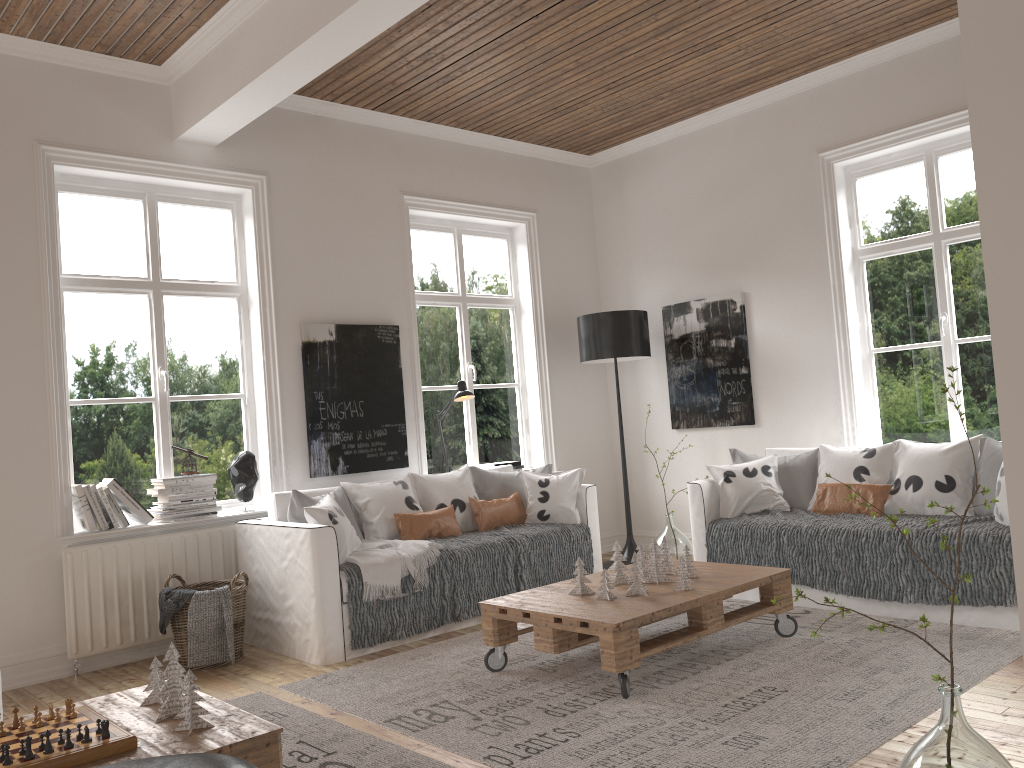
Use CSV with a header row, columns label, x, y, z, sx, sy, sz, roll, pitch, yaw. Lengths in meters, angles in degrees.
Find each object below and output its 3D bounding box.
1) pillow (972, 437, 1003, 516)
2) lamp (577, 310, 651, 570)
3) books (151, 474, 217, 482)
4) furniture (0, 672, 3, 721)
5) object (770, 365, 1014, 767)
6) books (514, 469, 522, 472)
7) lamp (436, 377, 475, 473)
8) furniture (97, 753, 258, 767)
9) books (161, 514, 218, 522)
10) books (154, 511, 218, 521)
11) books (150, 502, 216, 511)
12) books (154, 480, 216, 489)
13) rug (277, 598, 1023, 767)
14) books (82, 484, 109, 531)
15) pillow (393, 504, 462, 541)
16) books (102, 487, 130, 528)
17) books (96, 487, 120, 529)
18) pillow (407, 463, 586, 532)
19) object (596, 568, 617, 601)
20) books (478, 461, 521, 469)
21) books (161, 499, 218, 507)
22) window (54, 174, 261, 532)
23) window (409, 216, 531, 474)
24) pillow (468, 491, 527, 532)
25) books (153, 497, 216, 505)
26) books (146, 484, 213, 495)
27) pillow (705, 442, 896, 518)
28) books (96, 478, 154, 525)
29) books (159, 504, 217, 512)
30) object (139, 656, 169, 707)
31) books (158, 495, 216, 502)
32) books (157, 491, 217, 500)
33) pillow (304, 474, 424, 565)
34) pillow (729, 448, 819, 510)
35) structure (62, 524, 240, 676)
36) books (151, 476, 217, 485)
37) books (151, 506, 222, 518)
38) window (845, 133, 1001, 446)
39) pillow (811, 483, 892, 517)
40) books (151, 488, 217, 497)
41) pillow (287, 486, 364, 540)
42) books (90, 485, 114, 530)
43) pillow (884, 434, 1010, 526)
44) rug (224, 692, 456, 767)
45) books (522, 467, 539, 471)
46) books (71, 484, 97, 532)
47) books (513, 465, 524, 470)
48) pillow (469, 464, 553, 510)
label,x,y,z,sx,sy,sz,roll,pitch,yaw
pillow,2.383,0.467,4.128,0.292,0.437,0.546,-4,-2,-8
lamp,0.775,0.386,6.248,0.499,1.754,0.499,-2,-3,-45
books,-1.763,0.503,4.761,0.288,0.016,0.182,-2,-3,-42
furniture,-1.981,1.117,2.929,0.518,0.430,0.518,-3,-3,-21
object,0.867,0.528,2.055,0.515,1.117,0.275,-5,-3,15
books,-0.081,0.617,6.231,0.242,0.023,0.191,-2,-3,-44
lamp,-0.375,0.315,5.870,0.196,0.703,0.439,-2,-3,-42
furniture,-0.690,0.962,1.638,0.518,0.430,0.518,-2,-3,-39
books,-1.738,0.718,4.768,0.254,0.012,0.161,-2,-3,-42
books,-1.748,0.705,4.755,0.285,0.012,0.159,-2,-3,-42
books,-1.770,0.656,4.775,0.288,0.016,0.182,-2,-3,-42
books,-1.762,0.539,4.772,0.273,0.021,0.174,-2,-3,-42
rug,0.664,1.166,3.771,2.474,0.003,2.254,-2,-3,-42
books,-2.113,0.619,4.450,0.112,0.235,0.172,-2,-3,-42
pillow,-0.462,0.806,4.963,0.414,0.220,0.116,-2,-3,-41
books,-2.038,0.628,4.517,0.118,0.213,0.161,-2,-3,-42
books,-2.070,0.626,4.495,0.101,0.218,0.161,-2,-3,-42
pillow,-0.088,0.698,5.350,1.081,0.450,0.403,-4,-3,-18
object,0.382,0.819,3.640,0.068,0.124,0.072,-6,-3,33
books,-0.089,0.570,6.236,0.239,0.028,0.190,-2,-3,-40
books,-1.738,0.639,4.773,0.256,0.013,0.161,-2,-3,-42
window,-1.922,-0.171,4.856,1.055,1.872,0.120,-2,-3,-42
window,-0.308,-0.232,6.301,1.055,1.872,0.120,-2,-3,-42
pillow,-0.070,0.765,5.283,0.414,0.235,0.117,-2,-3,-42
books,-1.760,0.628,4.765,0.285,0.012,0.159,-2,-3,-42
books,-1.786,0.564,4.770,0.296,0.028,0.180,-2,-3,-42
pillow,1.603,0.558,4.930,1.020,0.414,0.417,-6,-3,30
books,-1.991,0.605,4.566,0.226,0.255,0.176,-2,-3,-42
books,-1.746,0.668,4.774,0.254,0.013,0.161,-2,-3,-42
object,-1.059,0.880,2.647,0.079,0.137,0.075,-5,-2,7
books,-1.749,0.615,4.769,0.254,0.012,0.161,-2,-3,-42
books,-1.751,0.600,4.780,0.263,0.017,0.167,-2,-3,-42
pillow,-0.801,0.734,4.746,0.417,0.414,1.020,-6,-3,30
pillow,1.538,0.572,5.128,0.541,0.431,0.282,-5,-3,22
structure,-1.678,1.176,4.639,1.223,0.829,0.095,-2,-3,-42
books,-1.765,0.520,4.772,0.288,0.016,0.182,-2,-3,-42
books,-1.754,0.687,4.765,0.331,0.025,0.176,-2,-3,-42
window,2.539,-0.496,5.232,0.120,1.872,1.055,-2,-3,-42
pillow,1.772,0.612,4.650,0.127,0.179,0.420,-2,-3,-40
books,-1.768,0.585,4.785,0.288,0.016,0.182,-2,-3,-42
pillow,-0.999,0.746,4.680,0.282,0.431,0.541,-5,-3,22
books,-2.090,0.620,4.473,0.104,0.232,0.152,-2,-3,-42
pillow,2.202,0.474,4.217,0.403,0.450,1.081,-4,-3,-18
rug,-1.235,1.237,2.071,2.474,0.003,2.254,-2,-3,-42
books,0.121,0.620,6.424,0.251,0.012,0.202,-2,-3,-40
books,-2.152,0.618,4.429,0.093,0.239,0.172,-2,-3,-42
books,-0.082,0.595,6.244,0.258,0.023,0.212,-2,-3,-42
pillow,0.001,0.709,5.530,0.546,0.437,0.292,-4,-2,-8
